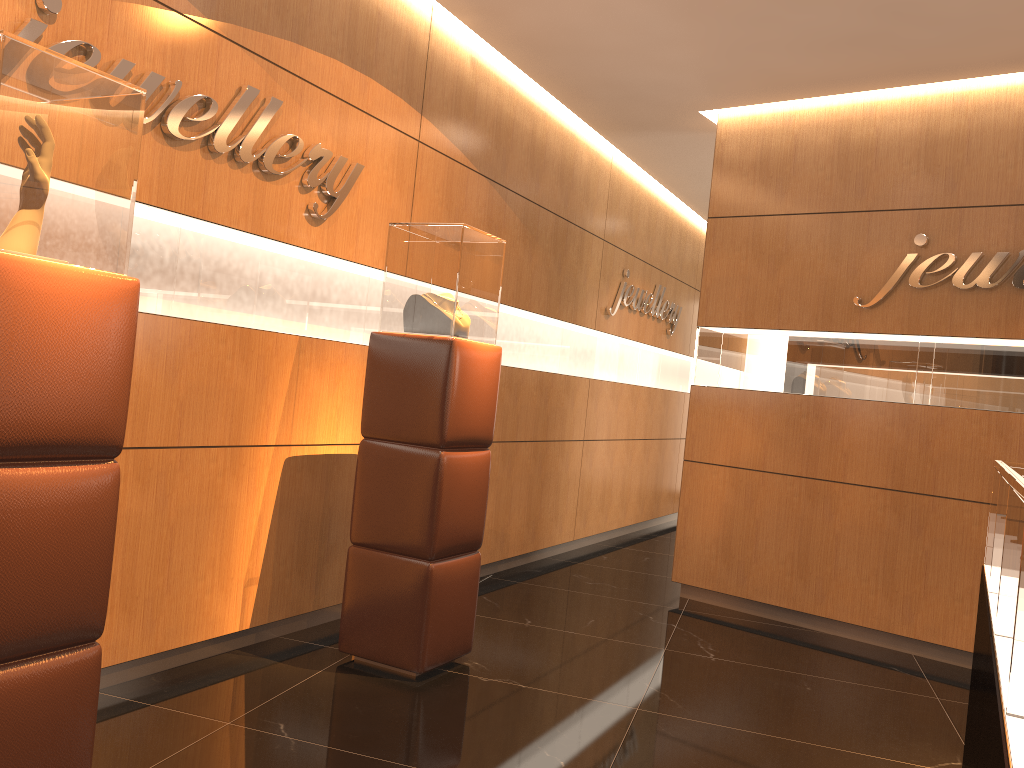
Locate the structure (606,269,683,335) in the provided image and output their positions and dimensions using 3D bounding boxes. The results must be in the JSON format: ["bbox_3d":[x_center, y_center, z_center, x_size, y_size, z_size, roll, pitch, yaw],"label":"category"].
[{"bbox_3d":[1.296,-0.754,8.388,0.034,0.442,2.050,6,0,27],"label":"structure"}]

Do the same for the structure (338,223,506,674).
[{"bbox_3d":[-0.393,0.269,4.135,0.498,1.968,0.484,6,0,27],"label":"structure"}]

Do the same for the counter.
[{"bbox_3d":[1.360,0.819,1.917,0.615,1.173,2.514,6,0,27],"label":"counter"}]

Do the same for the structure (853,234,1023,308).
[{"bbox_3d":[2.900,-0.607,4.767,2.050,0.442,0.034,6,0,38],"label":"structure"}]

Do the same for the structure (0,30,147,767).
[{"bbox_3d":[-1.343,0.181,2.283,0.498,2.000,0.484,6,0,27],"label":"structure"}]

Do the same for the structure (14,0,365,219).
[{"bbox_3d":[-1.219,-1.030,3.489,0.034,0.442,2.050,6,0,27],"label":"structure"}]
